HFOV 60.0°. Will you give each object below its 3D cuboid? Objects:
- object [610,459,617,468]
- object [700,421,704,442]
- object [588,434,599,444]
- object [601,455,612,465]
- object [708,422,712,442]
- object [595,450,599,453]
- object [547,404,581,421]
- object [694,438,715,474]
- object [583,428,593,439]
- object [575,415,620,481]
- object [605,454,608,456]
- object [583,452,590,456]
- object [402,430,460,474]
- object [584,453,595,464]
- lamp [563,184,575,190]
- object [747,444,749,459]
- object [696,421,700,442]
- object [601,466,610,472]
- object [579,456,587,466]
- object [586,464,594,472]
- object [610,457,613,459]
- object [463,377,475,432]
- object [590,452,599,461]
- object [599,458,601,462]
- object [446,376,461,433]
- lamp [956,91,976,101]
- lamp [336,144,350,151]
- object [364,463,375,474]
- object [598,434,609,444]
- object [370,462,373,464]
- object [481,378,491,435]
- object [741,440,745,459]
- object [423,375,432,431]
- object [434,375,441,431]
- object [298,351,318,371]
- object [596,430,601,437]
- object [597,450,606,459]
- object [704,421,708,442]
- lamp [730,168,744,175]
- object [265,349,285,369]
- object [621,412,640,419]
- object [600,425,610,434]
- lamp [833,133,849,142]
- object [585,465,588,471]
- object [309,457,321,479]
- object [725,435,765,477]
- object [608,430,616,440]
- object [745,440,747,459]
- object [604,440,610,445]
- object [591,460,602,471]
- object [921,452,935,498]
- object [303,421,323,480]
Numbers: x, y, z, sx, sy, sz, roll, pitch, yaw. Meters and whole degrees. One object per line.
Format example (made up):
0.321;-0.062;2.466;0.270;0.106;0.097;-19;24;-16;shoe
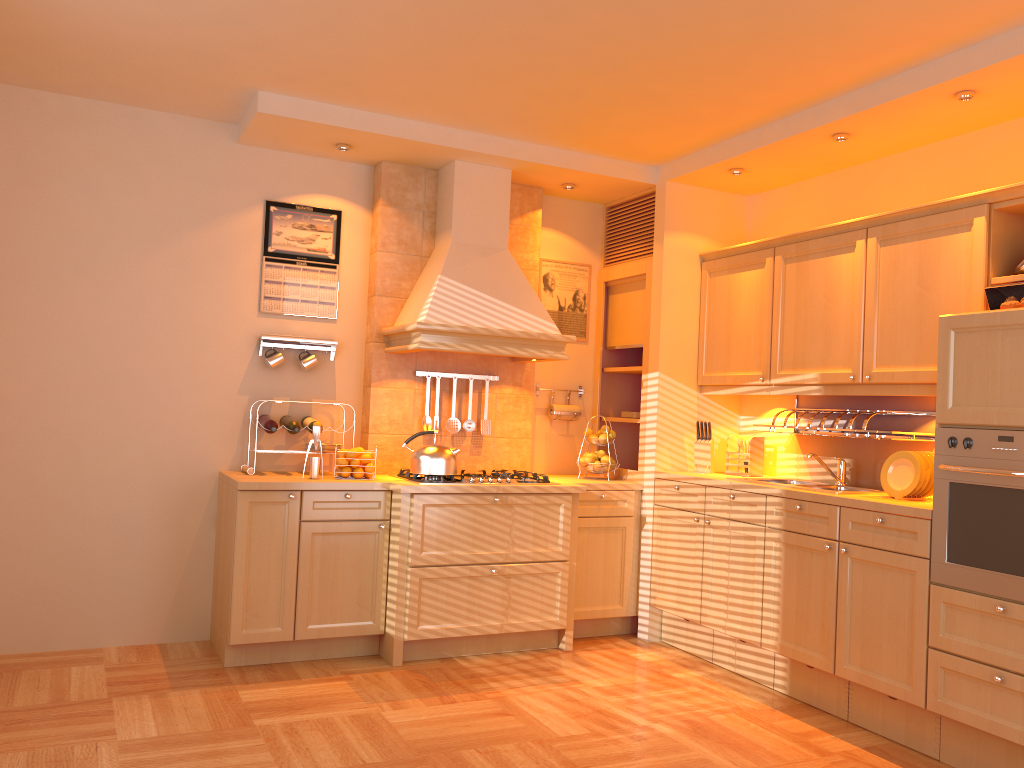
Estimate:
0.592;0.475;5.266;0.059;0.059;0.058;2;-2;18;object
1.069;0.343;5.011;0.038;0.265;0.019;4;-2;-43;object
0.481;0.327;5.236;0.064;0.058;0.063;2;-2;30;object
0.547;0.445;5.155;0.063;0.060;0.064;3;-2;-11;object
1.106;0.344;4.981;0.037;0.265;0.019;4;-2;-43;object
0.510;0.414;5.249;0.051;0.048;0.050;2;-2;7;object
0.319;0.175;5.447;0.186;0.094;0.096;3;-2;-26;object
1.087;0.402;5.010;0.100;0.200;0.070;1;-2;38;object
0.452;0.295;5.278;0.061;0.064;0.063;3;-2;-17;object
0.512;0.374;5.249;0.265;0.376;0.265;2;-2;23;object
0.554;0.445;5.240;0.057;0.059;0.058;2;-2;28;object
0.450;0.431;5.258;0.055;0.058;0.056;2;-2;10;object
-0.400;0.345;4.548;0.251;0.215;0.242;4;-2;-39;object
0.453;0.436;5.155;0.056;0.063;0.065;1;-2;40;object
0.334;-1.160;5.217;0.070;0.021;0.070;4;-2;-43;lamp
1.300;0.407;4.879;0.018;0.196;0.022;3;-2;-21;object
1.051;0.342;5.024;0.019;0.265;0.037;2;-2;28;object
0.546;0.489;5.205;0.063;0.061;0.064;1;-2;42;object
0.419;0.453;5.211;0.063;0.063;0.063;3;-2;-14;object
0.465;0.490;5.219;0.052;0.056;0.057;2;-2;26;object
0.587;0.459;5.311;0.045;0.047;0.046;2;-2;20;object
-0.246;0.117;5.054;0.077;0.309;0.037;3;-2;-26;object
0.481;0.430;5.204;0.063;0.061;0.063;1;-2;38;object
0.523;0.450;5.292;0.059;0.055;0.058;3;-2;-19;object
-0.324;0.117;4.997;0.090;0.320;0.017;3;-2;-26;object
1.802;-1.144;3.524;0.070;0.021;0.070;2;-2;25;lamp
-0.879;-1.232;4.626;0.070;0.021;0.070;4;-2;-43;lamp
-0.722;0.428;4.493;0.052;0.054;0.061;3;-2;1;object
0.540;0.322;5.206;0.064;0.063;0.063;3;-2;-9;object
-0.738;0.422;4.560;0.051;0.055;0.061;2;-2;3;object
-0.144;0.130;5.083;0.061;0.323;0.020;3;-2;-26;object
1.277;0.403;4.894;0.042;0.192;0.040;2;-2;25;object
-0.465;0.111;4.922;0.055;0.323;0.028;3;-2;-26;object
-0.418;0.112;4.957;0.028;0.319;0.006;3;-2;-26;object
-1.097;-0.122;4.777;0.103;0.111;0.066;4;-2;-33;object
0.522;0.294;5.260;0.050;0.051;0.051;3;-2;-2;object
0.522;0.411;5.186;0.049;0.052;0.050;3;-2;-18;object
1.088;0.343;4.996;0.038;0.265;0.019;4;-2;-43;object
1.203;-1.135;4.747;0.070;0.021;0.070;2;-2;25;lamp
-1.257;-0.132;4.699;0.103;0.111;0.066;4;-2;-33;object
0.782;0.193;5.426;0.222;0.039;0.222;3;-2;-9;object
0.549;0.271;5.218;0.055;0.059;0.058;2;-2;20;object
1.522;-1.139;4.102;0.070;0.021;0.070;2;-2;13;lamp
0.456;0.495;5.271;0.046;0.043;0.047;2;-2;24;object
-0.979;0.418;4.405;0.060;0.106;0.060;2;-2;32;object
1.297;0.399;4.942;0.103;0.221;0.200;3;-2;-26;object
0.585;0.302;5.236;0.058;0.060;0.057;3;-2;-5;object
1.291;0.407;4.885;0.020;0.196;0.017;3;-2;0;object
0.551;0.331;5.268;0.058;0.059;0.058;2;-2;5;object
0.493;0.476;5.167;0.064;0.062;0.064;4;-2;-39;object
1.787;0.393;3.843;0.049;0.200;0.205;3;-2;-24;object
-0.988;0.326;4.401;0.088;0.288;0.101;3;-2;-26;object
